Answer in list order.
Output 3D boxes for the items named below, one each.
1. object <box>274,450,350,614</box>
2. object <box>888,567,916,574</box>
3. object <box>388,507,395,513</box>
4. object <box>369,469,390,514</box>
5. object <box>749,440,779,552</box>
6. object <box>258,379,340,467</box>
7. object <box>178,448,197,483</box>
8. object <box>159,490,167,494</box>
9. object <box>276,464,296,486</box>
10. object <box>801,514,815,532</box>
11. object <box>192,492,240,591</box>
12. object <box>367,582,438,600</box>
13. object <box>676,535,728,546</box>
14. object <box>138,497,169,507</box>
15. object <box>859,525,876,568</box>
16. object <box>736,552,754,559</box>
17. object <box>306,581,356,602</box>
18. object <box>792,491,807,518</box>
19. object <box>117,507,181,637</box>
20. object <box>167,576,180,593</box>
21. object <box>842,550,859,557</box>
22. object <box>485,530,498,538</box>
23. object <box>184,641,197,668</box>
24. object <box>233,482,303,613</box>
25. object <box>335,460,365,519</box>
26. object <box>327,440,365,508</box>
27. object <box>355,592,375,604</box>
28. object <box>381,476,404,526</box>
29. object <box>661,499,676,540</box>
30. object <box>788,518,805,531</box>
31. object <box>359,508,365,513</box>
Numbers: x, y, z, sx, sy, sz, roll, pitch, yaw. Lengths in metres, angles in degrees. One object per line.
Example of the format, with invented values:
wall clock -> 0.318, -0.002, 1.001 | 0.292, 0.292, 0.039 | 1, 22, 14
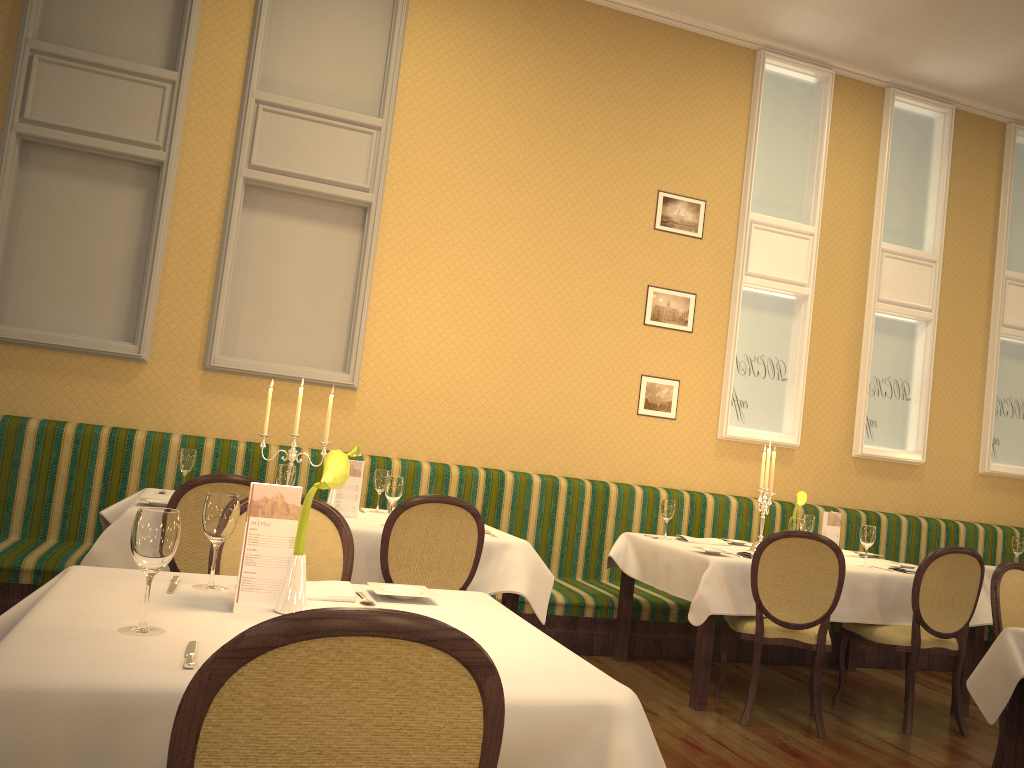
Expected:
object -> -0.443, 0.327, 1.964 | 0.076, 0.375, 0.163 | 10, -5, -41
object -> 2.257, 1.044, 4.941 | 0.273, 0.024, 0.142 | 8, -4, -18
object -> -0.519, 0.696, 4.765 | 0.273, 0.033, 0.142 | 8, -4, -18
object -> -0.704, 0.569, 4.720 | 0.088, 0.229, 0.088 | 4, -5, 30
object -> 1.462, 0.646, 5.128 | 0.131, 0.655, 0.390 | 7, -4, -4
object -> -1.073, 0.289, 4.365 | 0.390, 0.655, 0.131 | 7, -4, 1
object -> -1.630, 0.438, 4.424 | 0.088, 0.229, 0.088 | 4, -5, 30
object -> -1.727, 0.532, 4.395 | 0.038, 0.015, 0.181 | 8, -4, -16
object -> -1.018, 0.477, 3.960 | 0.088, 0.229, 0.088 | 4, -5, 30
object -> 1.845, 0.933, 5.547 | 0.088, 0.229, 0.088 | 5, -5, 24
object -> -0.719, 0.382, 2.161 | 0.088, 0.229, 0.088 | 4, -5, 30
object -> -0.289, 0.549, 2.317 | 0.160, 0.024, 0.160 | 8, -4, -18
object -> 1.127, 0.928, 5.260 | 0.273, 0.033, 0.142 | 8, -4, -18
object -> -1.506, 0.510, 3.781 | 0.160, 0.024, 0.160 | 8, -4, -18
object -> 1.976, 0.905, 4.942 | 0.088, 0.229, 0.088 | 4, -5, 30
object -> 1.347, 0.914, 4.700 | 0.273, 0.033, 0.142 | 8, -4, -18
object -> -0.533, 0.509, 2.206 | 0.273, 0.033, 0.142 | 8, -4, -18
object -> 1.654, 0.809, 5.169 | 0.076, 0.375, 0.163 | 7, -4, 4
object -> -0.681, 0.351, 1.672 | 0.088, 0.229, 0.088 | 4, -5, 30
object -> -0.808, 0.479, 2.120 | 0.017, 0.010, 0.185 | 8, -4, -17
object -> 2.030, 1.060, 5.591 | 0.273, 0.033, 0.142 | 8, -4, -18
object -> -0.103, 0.714, 4.232 | 0.038, 0.015, 0.181 | 8, -4, -16
object -> -0.559, 0.467, 1.543 | 0.017, 0.010, 0.185 | 8, -4, -18
object -> -0.579, 0.365, 2.009 | 0.081, 0.277, 0.166 | 5, -5, 29
object -> -0.813, 0.503, 4.297 | 0.166, 0.277, 0.081 | 3, -6, 43
object -> -0.851, 0.462, 4.495 | 0.163, 0.375, 0.076 | 10, -5, -36
object -> -0.372, 0.537, 2.242 | 0.038, 0.015, 0.181 | 8, -4, -16
object -> -0.553, 0.542, 4.101 | 0.088, 0.229, 0.088 | 4, -5, 30
object -> 0.919, 0.801, 5.251 | 0.088, 0.229, 0.088 | 4, -5, 30
object -> 1.530, 0.841, 4.787 | 0.088, 0.229, 0.088 | 4, -5, 30
object -> -0.793, 0.666, 4.679 | 0.017, 0.010, 0.185 | 8, -4, -17
